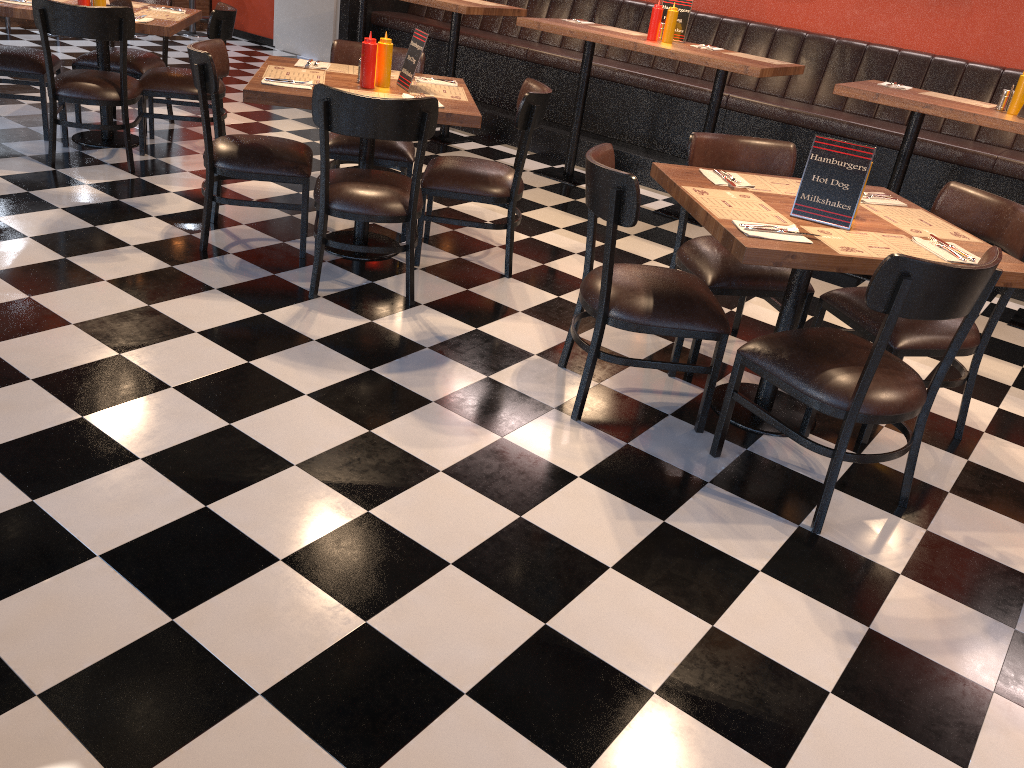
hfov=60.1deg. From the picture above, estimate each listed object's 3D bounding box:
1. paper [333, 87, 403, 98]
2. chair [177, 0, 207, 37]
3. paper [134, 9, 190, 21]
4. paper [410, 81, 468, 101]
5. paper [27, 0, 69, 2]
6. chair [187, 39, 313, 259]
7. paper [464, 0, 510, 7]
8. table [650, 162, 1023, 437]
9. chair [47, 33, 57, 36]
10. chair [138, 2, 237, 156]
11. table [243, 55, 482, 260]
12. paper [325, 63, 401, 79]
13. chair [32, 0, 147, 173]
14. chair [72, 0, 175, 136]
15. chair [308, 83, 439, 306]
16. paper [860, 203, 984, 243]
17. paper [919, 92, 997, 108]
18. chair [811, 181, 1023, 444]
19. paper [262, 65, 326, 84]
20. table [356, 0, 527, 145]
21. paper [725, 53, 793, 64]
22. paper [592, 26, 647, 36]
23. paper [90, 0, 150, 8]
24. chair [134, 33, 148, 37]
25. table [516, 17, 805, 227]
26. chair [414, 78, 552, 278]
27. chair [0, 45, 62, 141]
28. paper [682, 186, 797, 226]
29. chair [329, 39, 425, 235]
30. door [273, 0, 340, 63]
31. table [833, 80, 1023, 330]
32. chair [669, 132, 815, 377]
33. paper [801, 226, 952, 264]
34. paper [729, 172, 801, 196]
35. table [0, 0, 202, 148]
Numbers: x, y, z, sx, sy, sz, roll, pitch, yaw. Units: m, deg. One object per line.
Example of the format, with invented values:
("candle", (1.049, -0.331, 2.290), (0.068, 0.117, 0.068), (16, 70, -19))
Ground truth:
("paper", (-0.611, -1.210, 3.732), (0.365, 0.001, 0.265), (3, 27, -12))
("chair", (-3.485, -4.216, 9.658), (0.348, 0.762, 0.354), (4, 26, -10))
("paper", (-2.041, -2.148, 5.155), (0.261, 0.001, 0.372), (3, 27, -10))
("paper", (-0.345, -1.360, 4.107), (0.261, 0.001, 0.372), (4, 27, -9))
("paper", (-2.698, -2.185, 5.031), (0.261, 0.001, 0.372), (4, 27, -10))
("chair", (-1.186, -1.074, 4.038), (0.544, 0.853, 0.495), (2, 26, -13))
("paper", (-0.239, -2.789, 6.467), (0.368, 0.001, 0.263), (27, 32, 32))
("table", (1.010, -0.240, 3.151), (0.959, 0.761, 0.973), (4, 26, -10))
("chair", (-4.388, -3.777, 8.520), (0.351, 0.762, 0.351), (25, 29, 30))
("chair", (-1.936, -1.833, 5.312), (0.544, 0.853, 0.495), (1, 26, -15))
("table", (-0.712, -1.026, 4.188), (0.959, 0.761, 0.973), (4, 26, -10))
("paper", (-0.722, -1.527, 4.325), (0.365, 0.001, 0.265), (3, 27, -12))
("chair", (-2.289, -1.651, 4.847), (0.486, 0.853, 0.554), (1, 26, -16))
("chair", (-2.473, -2.106, 5.691), (0.486, 0.853, 0.554), (9, 25, 0))
("chair", (-0.596, -0.820, 3.713), (0.486, 0.853, 0.554), (4, 26, -10))
("paper", (1.390, -0.556, 3.039), (0.261, 0.001, 0.372), (3, 27, -11))
("paper", (2.420, -1.540, 4.796), (0.368, 0.001, 0.263), (27, 32, 32))
("chair", (1.496, -0.274, 3.262), (0.544, 0.853, 0.495), (0, 27, -17))
("paper", (-0.972, -1.388, 3.975), (0.261, 0.001, 0.372), (2, 27, -12))
("table", (-0.831, -2.504, 6.824), (1.705, 0.983, 0.702), (25, 30, 30))
("paper", (1.499, -1.984, 5.397), (0.368, 0.001, 0.263), (27, 32, 32))
("paper", (0.723, -2.340, 5.868), (0.368, 0.001, 0.263), (27, 32, 32))
("paper", (-2.425, -2.323, 5.386), (0.365, 0.001, 0.266), (5, 27, -8))
("chair", (-3.936, -3.996, 9.089), (0.352, 0.762, 0.351), (27, 31, 34))
("table", (0.840, -1.709, 5.754), (1.705, 0.983, 0.702), (25, 30, 30))
("chair", (-0.143, -1.009, 4.222), (0.544, 0.853, 0.495), (8, 25, -2))
("chair", (-2.986, -1.933, 5.196), (0.544, 0.853, 0.495), (1, 26, -15))
("paper", (0.735, -0.587, 2.904), (0.261, 0.001, 0.372), (3, 27, -11))
("chair", (-0.730, -1.291, 4.604), (0.486, 0.853, 0.554), (5, 26, -8))
("door", (-2.087, -4.477, 9.052), (1.035, 2.142, 0.163), (25, 29, 30))
("table", (2.502, -0.917, 4.689), (1.705, 0.983, 0.702), (25, 30, 30))
("chair", (0.907, -0.528, 3.587), (0.486, 0.853, 0.554), (1, 26, -15))
("paper", (1.099, -0.425, 2.694), (0.365, 0.001, 0.265), (3, 27, -12))
("paper", (1.000, -0.729, 3.263), (0.365, 0.001, 0.266), (4, 27, -9))
("table", (-2.425, -1.832, 5.268), (0.956, 0.761, 0.977), (4, 26, -10))
